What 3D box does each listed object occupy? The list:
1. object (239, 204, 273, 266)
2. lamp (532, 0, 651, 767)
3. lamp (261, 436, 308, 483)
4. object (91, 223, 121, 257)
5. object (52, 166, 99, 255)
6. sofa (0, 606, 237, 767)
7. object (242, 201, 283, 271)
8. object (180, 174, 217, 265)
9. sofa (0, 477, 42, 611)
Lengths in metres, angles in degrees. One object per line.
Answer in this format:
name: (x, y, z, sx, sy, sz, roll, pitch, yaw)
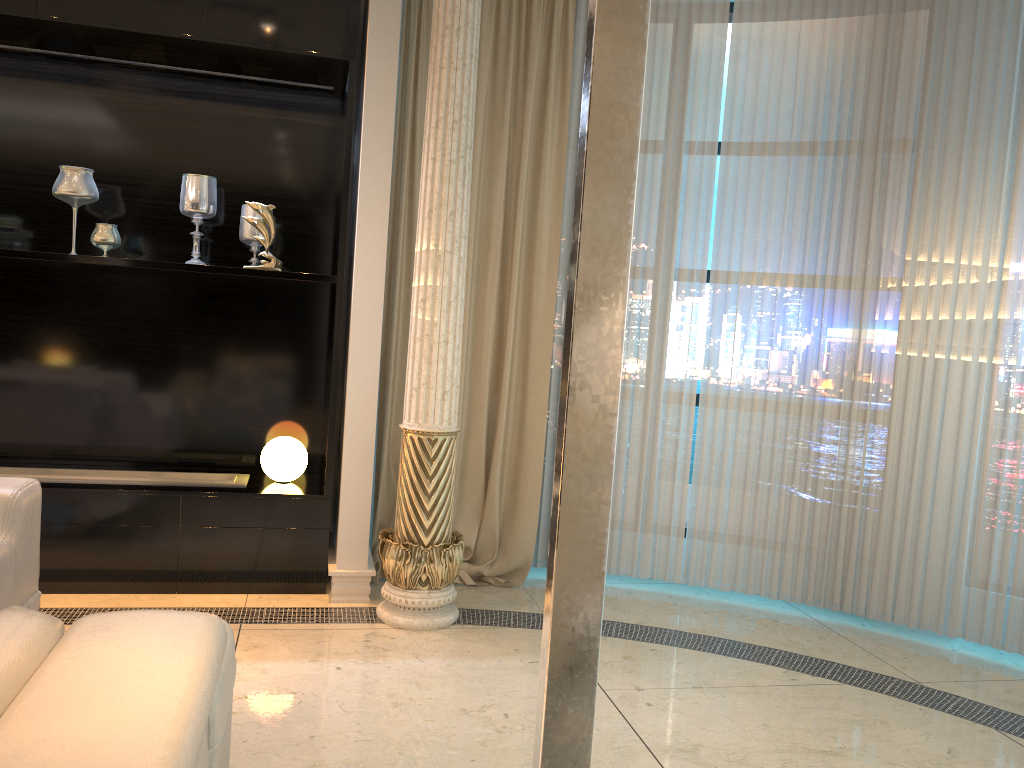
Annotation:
object: (-1.184, -0.659, 4.095, 0.147, 0.317, 0.147, 3, 4, -11)
lamp: (-0.896, -0.115, 0.420, 2.009, 2.519, 0.393, 3, 4, -13)
lamp: (-1.058, 0.349, 4.122, 0.212, 0.214, 0.213, 7, 5, 37)
object: (-1.766, -0.617, 3.857, 0.119, 0.154, 0.119, 4, 4, -3)
object: (-1.888, -0.738, 3.832, 0.181, 0.381, 0.181, 3, 4, -19)
sofa: (-0.850, 0.770, 0.503, 1.145, 0.754, 2.328, 3, 4, -13)
object: (-1.088, -0.640, 3.864, 0.182, 0.293, 0.116, 3, 4, -16)
object: (-1.433, -0.729, 4.039, 0.156, 0.426, 0.156, 4, 4, -8)
sofa: (-2.545, 0.547, 2.115, 2.328, 0.754, 1.145, 3, 4, -13)
